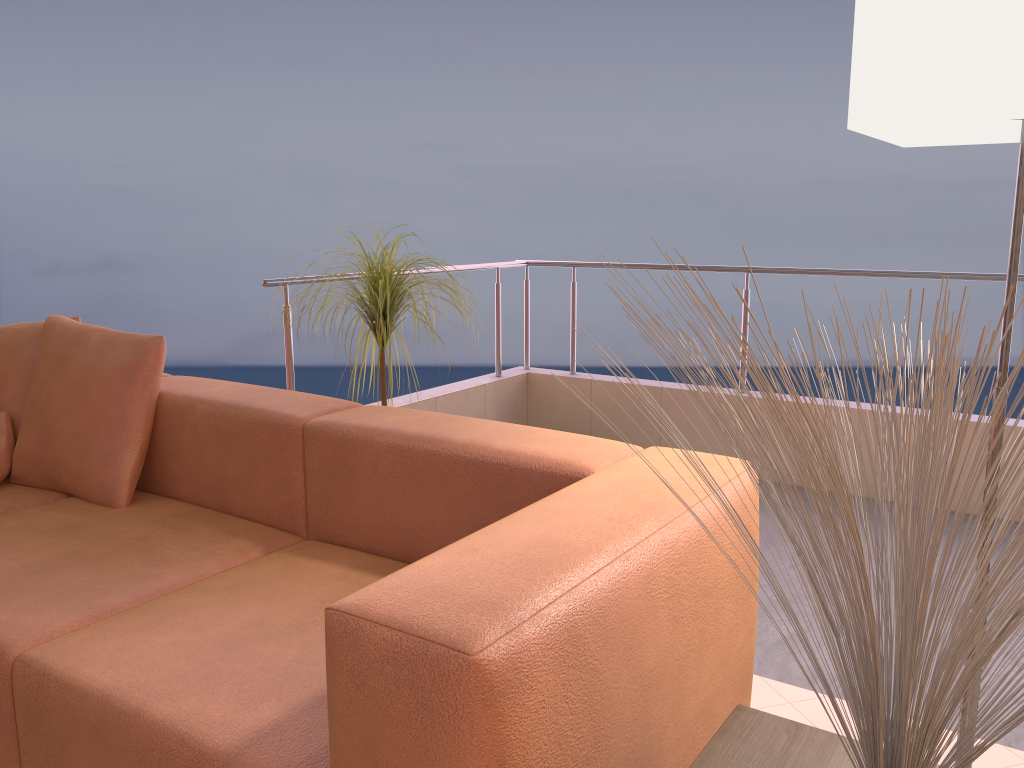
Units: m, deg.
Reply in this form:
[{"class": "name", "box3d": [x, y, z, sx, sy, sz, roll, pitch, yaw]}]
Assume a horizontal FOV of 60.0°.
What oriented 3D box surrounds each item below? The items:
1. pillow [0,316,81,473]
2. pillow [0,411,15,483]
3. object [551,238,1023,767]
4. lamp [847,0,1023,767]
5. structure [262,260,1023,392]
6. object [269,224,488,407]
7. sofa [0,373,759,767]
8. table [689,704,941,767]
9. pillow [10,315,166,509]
[{"class": "pillow", "box3d": [-1.450, 0.023, 2.580, 0.492, 0.446, 0.255, 3, 11, 17]}, {"class": "pillow", "box3d": [-1.629, 0.185, 2.256, 0.517, 0.292, 0.514, 0, 11, 3]}, {"class": "object", "box3d": [0.436, 0.166, 0.924, 0.700, 0.634, 0.703, -2, 11, -10]}, {"class": "lamp", "box3d": [0.830, 0.030, 1.509, 0.454, 1.578, 0.454, 7, 13, 33]}, {"class": "structure", "box3d": [1.301, -0.015, 2.640, 4.176, 0.541, 1.663, 7, 13, 33]}, {"class": "object", "box3d": [-0.434, 0.015, 2.975, 0.703, 1.088, 0.729, 0, 11, 2]}, {"class": "sofa", "box3d": [-0.918, 0.392, 2.096, 2.781, 0.672, 0.943, 7, 13, 33]}, {"class": "table", "box3d": [0.388, 0.705, 0.953, 0.469, 0.436, 0.415, 7, 13, 33]}, {"class": "pillow", "box3d": [-1.127, 0.065, 2.363, 0.470, 0.468, 0.211, 6, 12, 29]}]
